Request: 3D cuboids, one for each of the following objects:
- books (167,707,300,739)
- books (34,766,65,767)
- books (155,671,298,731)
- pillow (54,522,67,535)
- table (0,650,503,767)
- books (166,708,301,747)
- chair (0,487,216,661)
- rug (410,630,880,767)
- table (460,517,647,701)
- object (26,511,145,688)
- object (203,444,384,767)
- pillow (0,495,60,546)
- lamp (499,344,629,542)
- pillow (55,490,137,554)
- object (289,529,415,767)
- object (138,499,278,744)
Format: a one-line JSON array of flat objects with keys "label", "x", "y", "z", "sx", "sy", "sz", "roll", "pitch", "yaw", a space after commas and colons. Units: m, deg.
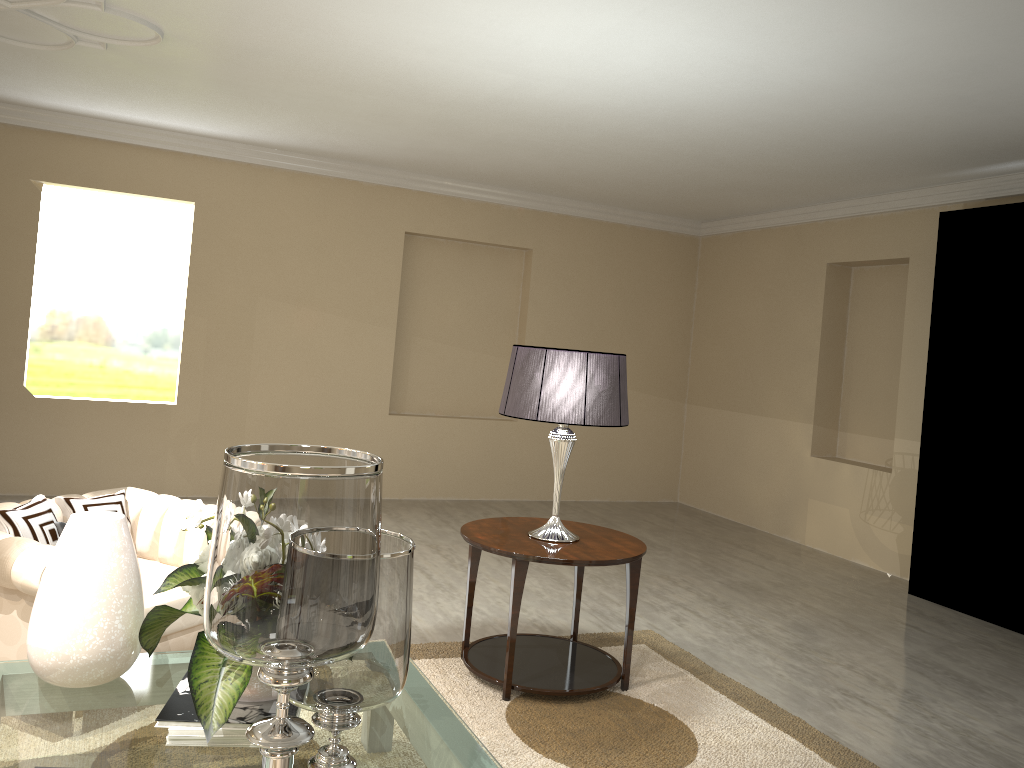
[{"label": "books", "x": -0.604, "y": 0.712, "z": 1.985, "sx": 0.254, "sy": 0.019, "sz": 0.337, "roll": 5, "pitch": 2, "yaw": -10}, {"label": "books", "x": -0.715, "y": 0.732, "z": 1.437, "sx": 0.259, "sy": 0.044, "sz": 0.351, "roll": 5, "pitch": 2, "yaw": -6}, {"label": "books", "x": -0.612, "y": 0.693, "z": 1.987, "sx": 0.274, "sy": 0.016, "sz": 0.341, "roll": 5, "pitch": 2, "yaw": -7}, {"label": "pillow", "x": -1.358, "y": 0.516, "z": 2.810, "sx": 0.127, "sy": 0.187, "sz": 0.238, "roll": 5, "pitch": 1, "yaw": 11}, {"label": "table", "x": -0.571, "y": 0.923, "z": 1.748, "sx": 1.055, "sy": 0.345, "sz": 1.303, "roll": 4, "pitch": 2, "yaw": -24}, {"label": "books", "x": -0.605, "y": 0.730, "z": 1.991, "sx": 0.254, "sy": 0.019, "sz": 0.344, "roll": 5, "pitch": 2, "yaw": -8}, {"label": "chair", "x": -1.353, "y": 0.671, "z": 2.777, "sx": 0.735, "sy": 0.551, "sz": 0.848, "roll": 6, "pitch": 2, "yaw": 26}, {"label": "rug", "x": -0.014, "y": 1.098, "z": 1.921, "sx": 2.666, "sy": 0.022, "sz": 2.978, "roll": 4, "pitch": 3, "yaw": -24}, {"label": "table", "x": 0.128, "y": 0.802, "z": 3.210, "sx": 0.673, "sy": 0.498, "sz": 0.675, "roll": 4, "pitch": 2, "yaw": -27}, {"label": "object", "x": -0.997, "y": 0.505, "z": 2.096, "sx": 0.251, "sy": 0.386, "sz": 0.252, "roll": 5, "pitch": 0, "yaw": -29}, {"label": "object", "x": -0.339, "y": 0.446, "z": 1.322, "sx": 0.250, "sy": 0.683, "sz": 0.251, "roll": 5, "pitch": 0, "yaw": -19}, {"label": "pillow", "x": -1.454, "y": 0.484, "z": 2.673, "sx": 0.183, "sy": 0.249, "sz": 0.281, "roll": 5, "pitch": 1, "yaw": -1}, {"label": "lamp", "x": 0.179, "y": 0.213, "z": 3.218, "sx": 0.475, "sy": 0.682, "sz": 0.473, "roll": 5, "pitch": 0, "yaw": 41}, {"label": "pillow", "x": -1.393, "y": 0.485, "z": 2.980, "sx": 0.165, "sy": 0.223, "sz": 0.251, "roll": 5, "pitch": 1, "yaw": 29}, {"label": "object", "x": -0.306, "y": 0.528, "z": 1.573, "sx": 0.236, "sy": 0.505, "sz": 0.237, "roll": 5, "pitch": 0, "yaw": -27}, {"label": "object", "x": -0.550, "y": 0.460, "z": 1.992, "sx": 0.509, "sy": 0.475, "sz": 0.548, "roll": 5, "pitch": 1, "yaw": -23}]
